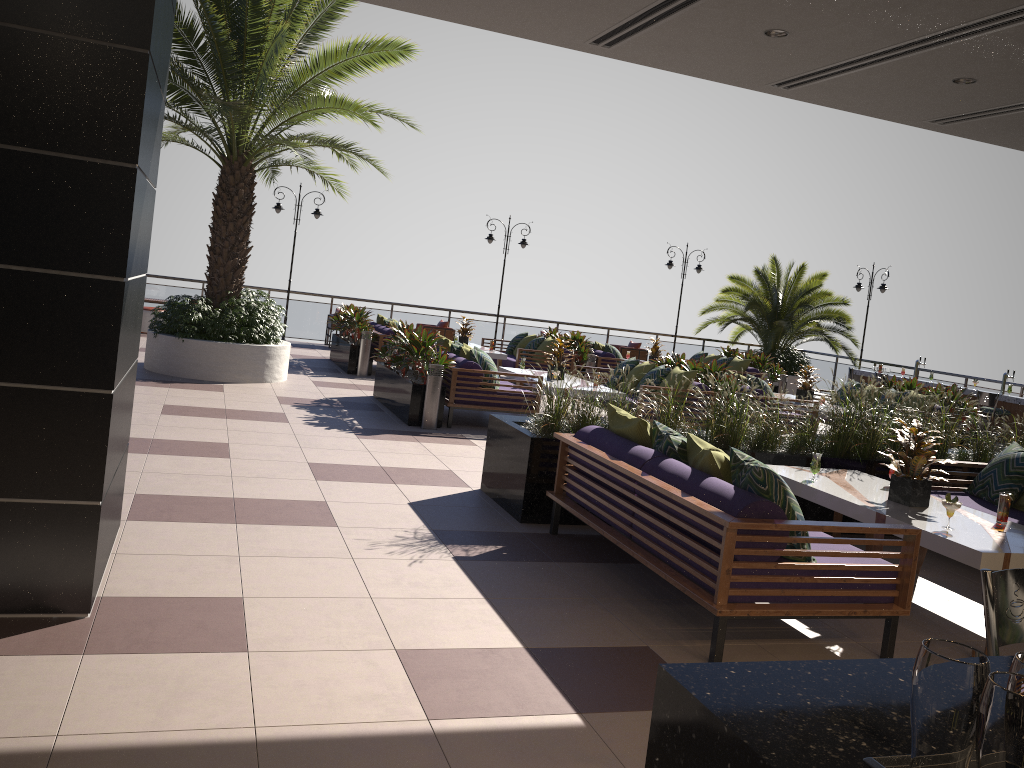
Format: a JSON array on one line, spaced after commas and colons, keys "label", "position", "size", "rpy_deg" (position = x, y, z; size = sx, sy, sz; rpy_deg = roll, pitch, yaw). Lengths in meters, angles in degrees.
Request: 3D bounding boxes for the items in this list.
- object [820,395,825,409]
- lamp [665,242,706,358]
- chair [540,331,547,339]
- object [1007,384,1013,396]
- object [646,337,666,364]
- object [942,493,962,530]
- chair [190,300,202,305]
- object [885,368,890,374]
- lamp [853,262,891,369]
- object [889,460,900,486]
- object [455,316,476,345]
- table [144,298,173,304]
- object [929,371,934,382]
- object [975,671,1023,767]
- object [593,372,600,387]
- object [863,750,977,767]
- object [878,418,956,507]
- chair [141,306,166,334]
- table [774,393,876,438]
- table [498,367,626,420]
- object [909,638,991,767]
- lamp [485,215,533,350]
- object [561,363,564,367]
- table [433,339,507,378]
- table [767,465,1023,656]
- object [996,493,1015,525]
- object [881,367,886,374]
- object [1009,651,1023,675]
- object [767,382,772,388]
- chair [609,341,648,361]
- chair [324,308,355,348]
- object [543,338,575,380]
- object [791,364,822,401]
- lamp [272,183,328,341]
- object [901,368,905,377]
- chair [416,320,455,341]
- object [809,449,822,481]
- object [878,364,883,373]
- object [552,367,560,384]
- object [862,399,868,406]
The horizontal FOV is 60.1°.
[{"label": "object", "position": [4.140, 0.235, 11.814], "size": [0.068, 0.180, 0.069], "rpy_deg": [5, 3, -31]}, {"label": "lamp", "position": [4.067, -1.791, 21.557], "size": [1.120, 3.319, 0.265], "rpy_deg": [6, 2, -19]}, {"label": "chair", "position": [0.883, -0.770, 20.075], "size": [0.712, 0.814, 0.718], "rpy_deg": [6, 4, -19]}, {"label": "object", "position": [8.234, 0.098, 14.640], "size": [0.069, 0.197, 0.082], "rpy_deg": [8, 3, 17]}, {"label": "object", "position": [2.702, -0.619, 16.763], "size": [0.425, 0.525, 0.431], "rpy_deg": [8, 4, 8]}, {"label": "object", "position": [2.458, 0.713, 4.962], "size": [0.106, 0.197, 0.106], "rpy_deg": [8, 3, 9]}, {"label": "chair", "position": [-6.085, -1.388, 17.644], "size": [0.712, 0.814, 0.718], "rpy_deg": [6, 4, -19]}, {"label": "object", "position": [7.594, -0.216, 17.912], "size": [0.105, 0.208, 0.106], "rpy_deg": [4, 4, -44]}, {"label": "lamp", "position": [8.201, -1.181, 20.601], "size": [0.263, 3.319, 1.127], "rpy_deg": [6, 3, -19]}, {"label": "object", "position": [2.672, 0.623, 6.186], "size": [0.068, 0.180, 0.069], "rpy_deg": [5, 3, -36]}, {"label": "object", "position": [-0.835, -0.926, 15.468], "size": [0.431, 0.525, 0.425], "rpy_deg": [8, 4, 13]}, {"label": "table", "position": [-7.006, -1.356, 17.331], "size": [0.738, 0.588, 0.760], "rpy_deg": [6, 5, -19]}, {"label": "object", "position": [7.695, -0.137, 16.239], "size": [0.068, 0.210, 0.069], "rpy_deg": [5, 3, -36]}, {"label": "object", "position": [0.692, 0.517, 1.217], "size": [0.105, 0.208, 0.106], "rpy_deg": [6, 3, -14]}, {"label": "object", "position": [1.029, -0.054, 10.807], "size": [0.067, 0.189, 0.084], "rpy_deg": [8, 3, 11]}, {"label": "object", "position": [0.778, 0.616, 1.292], "size": [0.436, 0.018, 0.274], "rpy_deg": [5, 6, -19]}, {"label": "object", "position": [2.518, 0.492, 5.576], "size": [0.424, 0.525, 0.432], "rpy_deg": [7, 4, -7]}, {"label": "chair", "position": [-6.774, -1.199, 16.598], "size": [0.577, 0.479, 0.581], "rpy_deg": [5, 5, -21]}, {"label": "table", "position": [4.128, 0.530, 12.540], "size": [0.939, 0.552, 2.049], "rpy_deg": [5, 6, -19]}, {"label": "table", "position": [0.556, 0.213, 11.294], "size": [0.939, 0.552, 2.049], "rpy_deg": [5, 6, -19]}, {"label": "object", "position": [0.648, 0.501, 1.323], "size": [0.105, 0.208, 0.106], "rpy_deg": [6, 3, -14]}, {"label": "lamp", "position": [-0.240, -2.173, 20.055], "size": [1.120, 3.319, 0.265], "rpy_deg": [6, 2, -19]}, {"label": "object", "position": [0.681, -0.205, 11.923], "size": [0.069, 0.180, 0.069], "rpy_deg": [8, 3, 14]}, {"label": "table", "position": [-0.878, -0.392, 15.512], "size": [0.939, 0.552, 2.049], "rpy_deg": [5, 6, -19]}, {"label": "table", "position": [2.459, 1.026, 5.601], "size": [0.939, 0.552, 2.049], "rpy_deg": [5, 6, -19]}, {"label": "object", "position": [2.941, 0.743, 5.287], "size": [0.067, 0.189, 0.085], "rpy_deg": [7, 3, 6]}, {"label": "object", "position": [7.488, -0.227, 17.888], "size": [0.105, 0.208, 0.106], "rpy_deg": [4, 4, -44]}, {"label": "object", "position": [0.785, 0.518, 1.316], "size": [0.105, 0.208, 0.106], "rpy_deg": [6, 3, -14]}, {"label": "object", "position": [3.761, 0.067, 12.958], "size": [0.067, 0.189, 0.084], "rpy_deg": [8, 3, 11]}, {"label": "chair", "position": [2.679, -0.610, 20.701], "size": [0.712, 0.814, 0.718], "rpy_deg": [6, 4, -19]}, {"label": "chair", "position": [-3.484, -1.157, 18.552], "size": [0.712, 0.814, 0.718], "rpy_deg": [6, 4, -19]}, {"label": "object", "position": [0.598, -0.323, 11.264], "size": [0.425, 0.525, 0.432], "rpy_deg": [7, 4, -2]}, {"label": "object", "position": [4.161, -0.006, 12.502], "size": [0.429, 0.525, 0.427], "rpy_deg": [7, 4, -7]}, {"label": "lamp", "position": [-4.603, -2.560, 18.533], "size": [1.120, 3.319, 0.265], "rpy_deg": [6, 2, -19]}, {"label": "object", "position": [7.468, -0.218, 16.903], "size": [0.069, 0.180, 0.068], "rpy_deg": [10, 4, 43]}, {"label": "chair", "position": [-1.688, -0.998, 19.178], "size": [0.712, 0.814, 0.718], "rpy_deg": [6, 4, -19]}, {"label": "object", "position": [2.069, 0.549, 6.032], "size": [0.068, 0.210, 0.069], "rpy_deg": [5, 3, -36]}, {"label": "object", "position": [7.271, -0.304, 17.471], "size": [0.067, 0.189, 0.085], "rpy_deg": [7, 3, 6]}, {"label": "object", "position": [0.521, -0.101, 10.622], "size": [0.106, 0.197, 0.106], "rpy_deg": [8, 3, 14]}, {"label": "object", "position": [4.770, 0.285, 12.015], "size": [0.106, 0.197, 0.106], "rpy_deg": [8, 3, 14]}]
